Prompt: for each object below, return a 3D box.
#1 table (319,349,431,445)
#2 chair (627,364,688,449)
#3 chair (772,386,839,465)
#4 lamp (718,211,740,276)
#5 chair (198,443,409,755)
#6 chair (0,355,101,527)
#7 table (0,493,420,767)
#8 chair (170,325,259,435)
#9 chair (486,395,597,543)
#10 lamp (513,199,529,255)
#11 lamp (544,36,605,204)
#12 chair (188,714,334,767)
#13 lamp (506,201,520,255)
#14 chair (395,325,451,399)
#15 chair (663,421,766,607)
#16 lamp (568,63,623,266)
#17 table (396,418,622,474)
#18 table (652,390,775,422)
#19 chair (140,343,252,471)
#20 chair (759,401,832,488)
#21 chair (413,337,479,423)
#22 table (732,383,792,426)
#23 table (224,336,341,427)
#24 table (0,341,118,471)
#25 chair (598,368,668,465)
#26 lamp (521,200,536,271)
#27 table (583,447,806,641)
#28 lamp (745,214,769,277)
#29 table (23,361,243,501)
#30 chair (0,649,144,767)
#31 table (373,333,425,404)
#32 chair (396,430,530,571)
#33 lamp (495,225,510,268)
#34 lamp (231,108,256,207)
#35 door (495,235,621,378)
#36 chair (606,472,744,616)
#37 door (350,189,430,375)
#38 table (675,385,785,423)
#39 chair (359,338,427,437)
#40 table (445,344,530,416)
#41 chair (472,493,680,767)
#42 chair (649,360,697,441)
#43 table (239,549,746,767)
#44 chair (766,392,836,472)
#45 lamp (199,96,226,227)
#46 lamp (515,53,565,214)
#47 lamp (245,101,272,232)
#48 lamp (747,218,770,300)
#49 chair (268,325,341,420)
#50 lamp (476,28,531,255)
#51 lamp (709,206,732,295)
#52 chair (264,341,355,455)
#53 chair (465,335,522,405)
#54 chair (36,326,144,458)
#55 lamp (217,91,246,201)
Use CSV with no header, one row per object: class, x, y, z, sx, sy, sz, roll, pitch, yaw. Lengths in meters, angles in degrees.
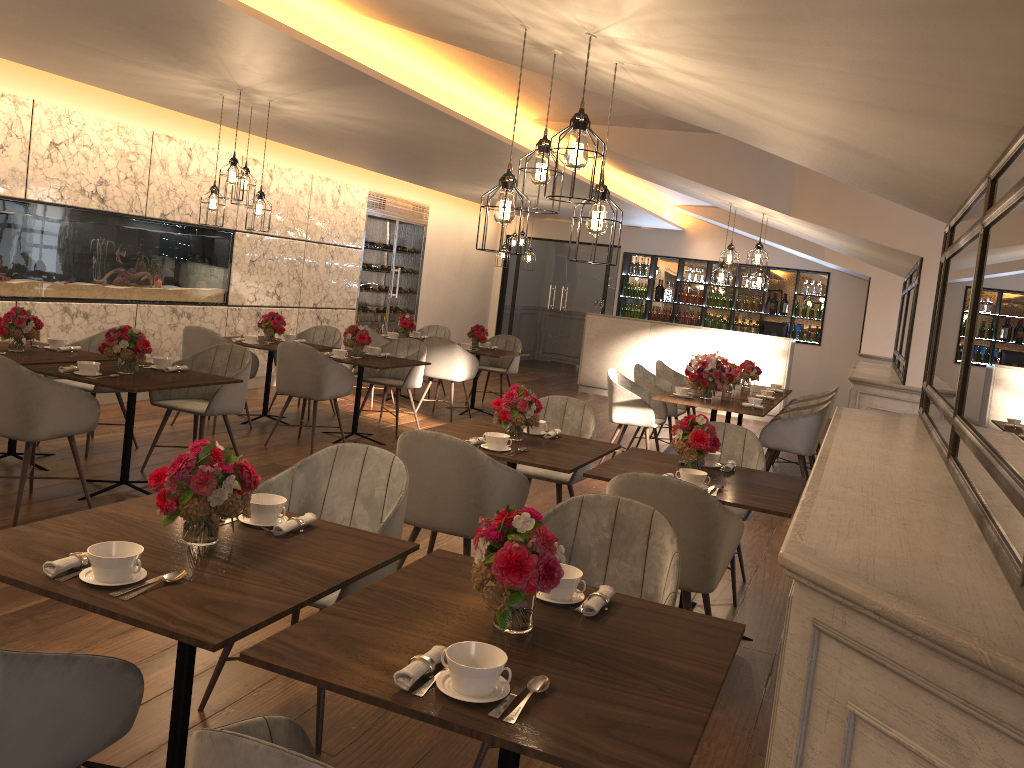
table,-1.346,0.127,7.729,0.899,0.718,0.898,9,6,21
chair,1.414,0.271,8.615,0.528,0.869,0.565,8,5,21
chair,2.994,0.410,9.010,0.528,0.869,0.565,8,5,21
lamp,2.188,-2.066,8.440,0.175,2.064,0.175,8,4,23
chair,-0.672,0.673,3.055,0.566,0.869,0.527,8,5,22
chair,-2.598,0.251,4.745,0.566,0.869,0.527,8,5,22
table,-0.897,0.796,2.423,0.899,0.718,0.898,9,6,21
chair,-2.514,-0.059,7.491,0.566,0.869,0.527,8,5,22
chair,0.198,0.524,5.210,0.566,0.869,0.527,8,5,22
lamp,0.227,-2.721,11.506,0.175,2.064,0.175,8,4,23
lamp,0.321,-1.648,2.958,0.175,2.064,0.175,8,4,23
chair,-0.258,0.907,1.457,0.566,0.869,0.527,8,5,22
lamp,0.127,-2.804,12.118,0.175,2.064,0.175,8,4,23
chair,-1.075,-0.299,11.014,0.566,0.869,0.527,8,5,22
chair,1.081,0.669,4.855,0.566,0.869,0.527,8,5,22
lamp,0.422,-1.477,3.274,0.175,2.064,0.175,8,4,23
table,-0.027,0.648,4.578,0.899,0.718,0.898,9,6,21
table,1.685,0.505,7.535,0.899,0.718,0.898,9,6,21
chair,-2.086,0.168,5.971,0.566,0.869,0.527,8,5,22
chair,2.290,0.530,7.269,0.528,0.869,0.565,8,5,21
chair,-0.704,-0.072,9.433,0.566,0.869,0.527,8,5,22
table,2.389,0.385,9.277,0.899,0.718,0.898,9,6,21
table,-2.228,-0.018,8.084,0.899,0.718,0.898,9,6,21
table,-3.194,0.147,5.694,0.899,0.718,0.898,9,6,21
chair,1.062,0.331,7.744,0.528,0.869,0.565,8,5,21
lamp,0.328,-2.550,11.821,0.175,2.064,0.175,8,4,23
table,0.856,0.793,4.222,0.899,0.718,0.898,9,6,21
lamp,2.288,-1.983,7.828,0.175,2.064,0.175,8,4,23
table,-2.311,0.292,5.339,0.899,0.718,0.898,9,6,21
chair,-1.141,0.762,1.812,0.566,0.869,0.527,8,5,22
table,-1.300,-0.176,10.381,0.899,0.718,0.898,9,6,21
chair,-0.271,0.614,3.967,0.566,0.869,0.527,8,5,22
lamp,-0.019,-2.591,11.825,0.175,2.064,0.175,8,4,23
lamp,-1.993,-2.424,6.876,0.175,2.064,0.175,8,4,23
door,0.788,-1.335,15.456,2.112,2.326,0.274,9,4,22
chair,0.612,0.759,3.612,0.566,0.869,0.527,8,5,22
door,-1.692,-1.380,12.428,0.134,2.460,1.859,8,5,21
table,2.037,0.445,8.406,0.899,0.718,0.898,9,6,21
chair,-1.121,0.004,8.361,0.566,0.869,0.527,8,5,22
table,-0.417,-0.031,10.026,0.899,0.718,0.898,9,6,21
chair,0.210,0.818,2.700,0.566,0.869,0.527,8,5,22
chair,1.766,0.211,9.486,0.528,0.869,0.565,8,5,21
table,-0.015,0.941,2.068,0.899,0.718,0.898,9,6,21
chair,2.642,0.470,8.140,0.528,0.869,0.565,8,5,21
lamp,-2.139,-2.212,6.583,0.175,2.064,0.175,8,4,23
lamp,0.221,-1.731,3.571,0.175,2.064,0.175,8,4,23
lamp,-1.792,-2.171,6.580,0.175,2.064,0.175,8,4,23
lamp,2.389,-1.813,8.144,0.175,2.064,0.175,8,4,23
chair,-2.003,-0.141,8.717,0.566,0.869,0.527,8,5,22
lamp,0.075,-1.518,3.277,0.175,2.064,0.175,8,4,23
lamp,2.042,-1.854,8.147,0.175,2.064,0.175,8,4,23
chair,-1.632,0.086,7.136,0.566,0.869,0.527,8,5,22
chair,-0.192,-0.155,10.659,0.566,0.869,0.527,8,5,22
chair,-2.969,0.024,6.326,0.566,0.869,0.527,8,5,22
lamp,-1.893,-2.341,6.264,0.175,2.064,0.175,8,4,23
